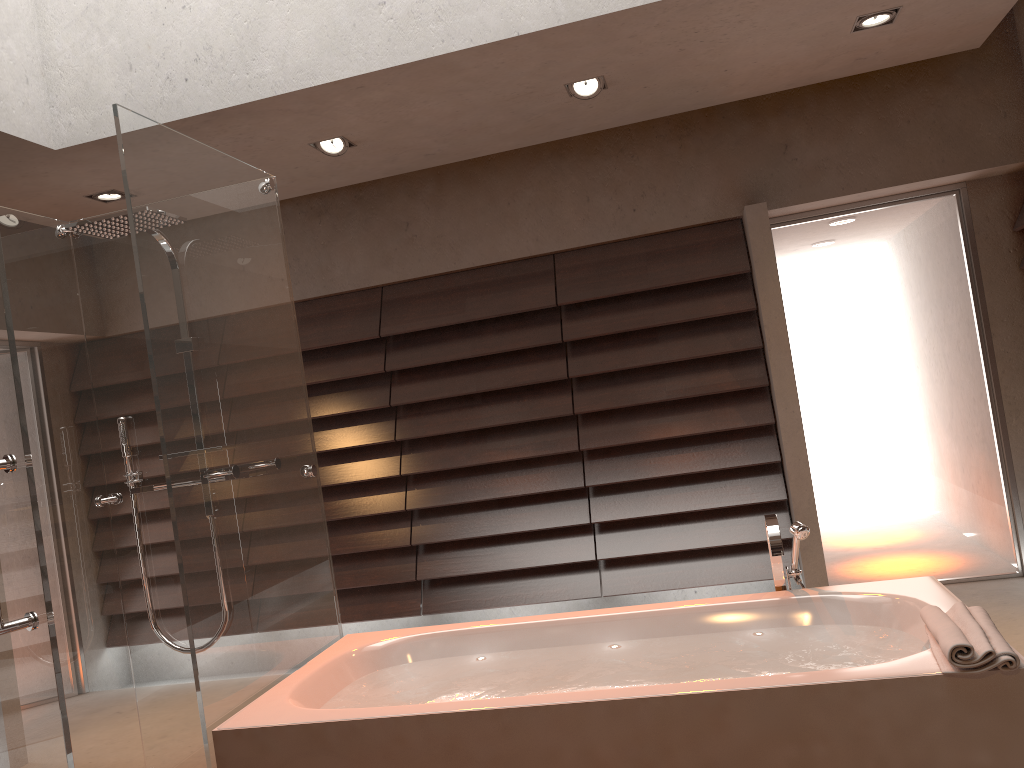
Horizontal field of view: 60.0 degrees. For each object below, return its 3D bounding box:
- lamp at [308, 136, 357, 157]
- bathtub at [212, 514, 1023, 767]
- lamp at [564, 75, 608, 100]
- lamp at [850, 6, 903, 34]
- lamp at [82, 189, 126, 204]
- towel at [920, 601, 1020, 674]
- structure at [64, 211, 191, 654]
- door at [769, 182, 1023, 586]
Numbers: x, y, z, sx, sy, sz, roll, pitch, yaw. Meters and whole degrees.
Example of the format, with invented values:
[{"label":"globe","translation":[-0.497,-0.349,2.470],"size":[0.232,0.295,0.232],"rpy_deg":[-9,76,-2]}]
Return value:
[{"label":"lamp","translation":[-0.800,-1.079,3.947],"size":[0.165,0.110,0.170],"rpy_deg":[-9,-1,13]},{"label":"bathtub","translation":[0.294,0.880,2.617],"size":[2.000,0.761,0.994],"rpy_deg":[-9,-1,13]},{"label":"lamp","translation":[0.307,-1.255,3.698],"size":[0.165,0.110,0.170],"rpy_deg":[-9,-1,13]},{"label":"lamp","translation":[1.412,-1.437,3.449],"size":[0.165,0.051,0.170],"rpy_deg":[-9,-1,13]},{"label":"lamp","translation":[-1.907,-0.909,4.195],"size":[0.165,0.051,0.170],"rpy_deg":[-9,-1,13]},{"label":"towel","translation":[1.073,0.590,2.103],"size":[0.159,0.068,0.396],"rpy_deg":[-9,-2,19]},{"label":"structure","translation":[-1.257,0.220,3.155],"size":[0.575,1.578,0.385],"rpy_deg":[-9,-1,13]},{"label":"door","translation":[1.955,0.048,4.582],"size":[1.007,2.000,0.090],"rpy_deg":[-9,-1,13]}]
